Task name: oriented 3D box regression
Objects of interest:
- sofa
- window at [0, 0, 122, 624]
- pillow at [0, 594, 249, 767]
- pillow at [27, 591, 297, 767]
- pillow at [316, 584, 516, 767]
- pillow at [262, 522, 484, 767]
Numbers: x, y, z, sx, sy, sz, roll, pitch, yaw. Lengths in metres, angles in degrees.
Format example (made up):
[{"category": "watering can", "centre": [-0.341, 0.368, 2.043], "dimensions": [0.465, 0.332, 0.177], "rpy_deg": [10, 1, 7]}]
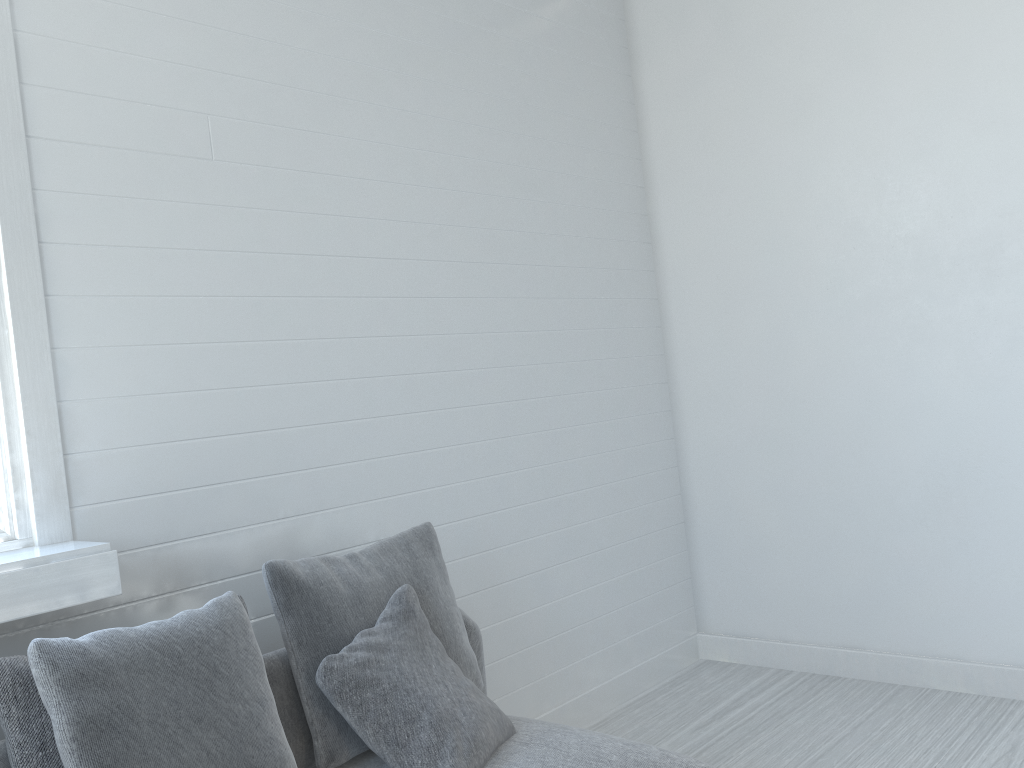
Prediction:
[{"category": "sofa", "centre": [-0.109, 1.103, 0.769], "dimensions": [3.398, 0.899, 3.404], "rpy_deg": [-8, -1, 43]}, {"category": "window", "centre": [-1.769, -0.588, 1.838], "dimensions": [0.379, 2.398, 1.480], "rpy_deg": [-7, 0, 43]}, {"category": "pillow", "centre": [-0.859, 0.843, 2.139], "dimensions": [0.281, 0.520, 0.640], "rpy_deg": [-7, -1, 43]}, {"category": "pillow", "centre": [-0.764, 0.812, 2.032], "dimensions": [0.296, 0.573, 0.509], "rpy_deg": [-7, 0, 43]}, {"category": "pillow", "centre": [-0.246, 0.808, 2.401], "dimensions": [0.417, 0.463, 0.380], "rpy_deg": [-7, 0, 28]}, {"category": "pillow", "centre": [-0.385, 0.744, 2.642], "dimensions": [0.279, 0.561, 0.638], "rpy_deg": [-7, -1, 43]}]
